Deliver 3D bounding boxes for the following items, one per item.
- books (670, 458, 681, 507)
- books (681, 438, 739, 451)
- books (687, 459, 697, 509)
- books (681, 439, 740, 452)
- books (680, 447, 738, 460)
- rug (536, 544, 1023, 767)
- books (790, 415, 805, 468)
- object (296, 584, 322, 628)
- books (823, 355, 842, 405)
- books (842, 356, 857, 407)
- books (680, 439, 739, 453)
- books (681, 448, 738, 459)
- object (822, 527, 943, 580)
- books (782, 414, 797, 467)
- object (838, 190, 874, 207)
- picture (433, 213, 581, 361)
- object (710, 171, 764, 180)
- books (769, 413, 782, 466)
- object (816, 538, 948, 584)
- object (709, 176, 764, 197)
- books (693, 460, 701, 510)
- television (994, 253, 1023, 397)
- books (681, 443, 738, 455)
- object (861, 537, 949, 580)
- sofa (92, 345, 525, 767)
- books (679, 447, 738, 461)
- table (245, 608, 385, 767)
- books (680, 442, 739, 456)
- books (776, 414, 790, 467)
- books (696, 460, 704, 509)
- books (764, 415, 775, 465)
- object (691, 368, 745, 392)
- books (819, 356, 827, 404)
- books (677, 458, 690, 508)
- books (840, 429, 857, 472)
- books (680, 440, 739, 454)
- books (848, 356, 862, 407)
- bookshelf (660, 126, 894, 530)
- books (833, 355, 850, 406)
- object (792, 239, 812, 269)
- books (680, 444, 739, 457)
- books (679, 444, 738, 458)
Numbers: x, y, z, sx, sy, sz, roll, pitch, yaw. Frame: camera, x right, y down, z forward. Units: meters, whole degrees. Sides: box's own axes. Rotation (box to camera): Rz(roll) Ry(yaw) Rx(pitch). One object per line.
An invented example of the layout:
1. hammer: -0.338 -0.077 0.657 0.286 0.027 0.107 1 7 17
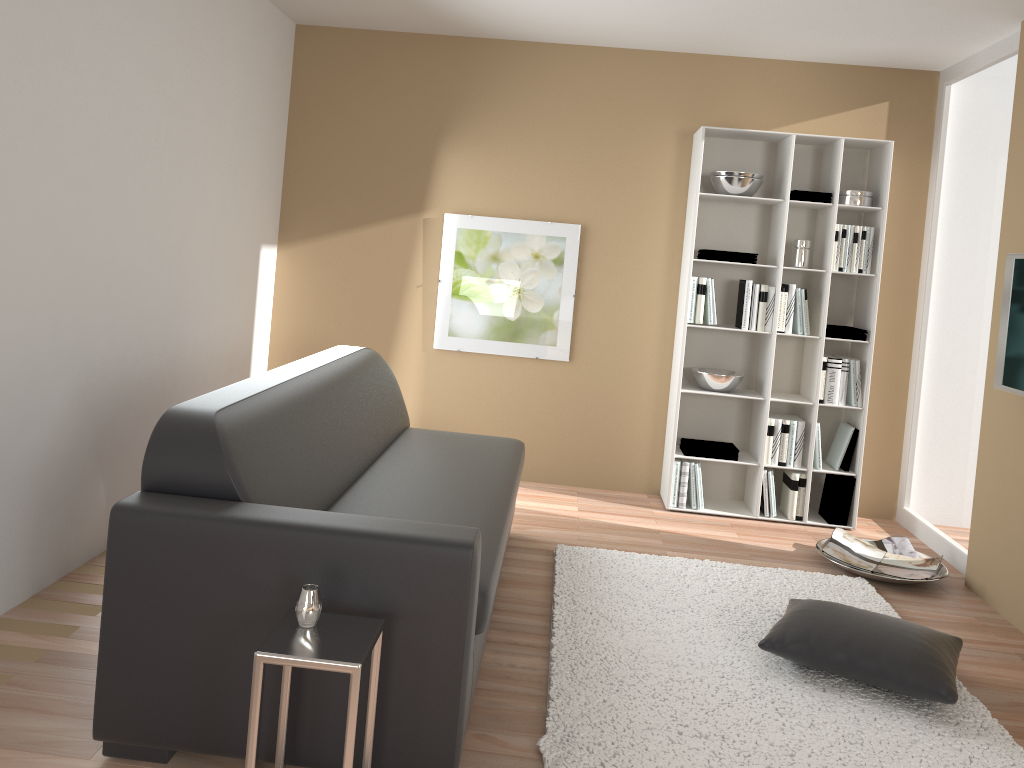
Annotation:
1. books: 0.923 0.545 5.020 0.040 0.257 0.209 5 4 3
2. books: 1.129 0.345 5.023 0.297 0.006 0.212 6 8 3
3. books: 1.019 0.553 5.010 0.060 0.258 0.209 5 4 3
4. books: 1.127 0.351 5.021 0.297 0.007 0.212 6 8 3
5. books: 1.120 0.394 5.024 0.297 0.006 0.212 6 8 3
6. rug: 0.828 0.966 3.026 1.450 0.045 2.043 6 8 3
7. books: 1.601 0.323 4.972 0.040 0.257 0.209 5 4 3
8. object: -0.461 0.504 1.996 0.057 0.086 0.058 3 4 -27
9. books: 1.781 -0.027 4.951 0.076 0.257 0.209 5 4 4
10. books: 1.894 -0.017 4.954 0.060 0.258 0.209 5 4 4
11. books: 1.124 0.355 5.026 0.297 0.008 0.212 6 8 3
12. books: 1.121 0.388 5.024 0.297 0.006 0.212 6 8 3
13. object: 1.762 0.829 4.210 0.503 0.096 0.343 10 9 33
14. books: 1.558 0.318 4.975 0.040 0.257 0.209 5 4 3
15. object: 1.929 -1.037 4.950 0.192 0.089 0.193 -2 10 -44
16. picture: -0.032 -0.577 5.248 0.816 0.813 0.019 5 1 4
17. object: 1.274 -1.139 5.008 0.298 0.106 0.302 0 9 -31
18. books: 1.476 0.310 4.982 0.040 0.257 0.209 5 4 3
19. object: 1.753 0.859 4.198 0.583 0.063 0.592 2 9 -21
20. object: 1.271 -1.112 5.009 0.298 0.106 0.302 0 9 -31
21. books: 1.045 0.558 5.004 0.058 0.257 0.209 5 4 3
22. television: 2.066 -0.185 3.159 0.054 0.574 1.184 5 7 3
23. books: 1.122 0.366 5.022 0.297 0.006 0.212 6 8 5
24. object: 1.811 0.843 4.222 0.343 0.096 0.503 5 8 3
25. sofa: -0.472 0.407 3.250 0.952 0.829 2.278 5 7 3
26. books: 1.119 0.399 5.023 0.297 0.007 0.212 6 8 3
27. table: -0.440 0.790 1.961 0.227 0.467 0.240 5 3 3
28. books: 1.123 0.372 5.023 0.297 0.006 0.212 6 8 3
29. books: 1.517 0.315 4.976 0.040 0.257 0.209 5 4 3
30. books: 1.063 0.556 5.019 0.058 0.257 0.209 5 4 3
31. books: 1.434 0.307 4.977 0.040 0.257 0.209 5 4 3
32. object: 1.174 -0.017 5.033 0.298 0.106 0.302 0 9 -31
33. books: 1.719 -0.034 4.959 0.040 0.257 0.209 5 4 3
34. books: 0.969 0.550 5.011 0.040 0.257 0.209 5 4 3
35. books: 1.884 0.356 4.981 0.043 0.237 0.212 5 4 4
36. books: 1.124 0.360 5.026 0.297 0.008 0.212 6 8 3
37. books: 1.919 -0.015 4.951 0.060 0.258 0.209 5 4 3
38. bookshelf: 1.482 -0.336 5.016 1.040 2.133 0.334 5 1 4
39. books: 1.842 -0.023 4.961 0.040 0.257 0.209 5 4 3
40. object: 1.625 -0.729 4.938 0.094 0.161 0.094 6 3 18
41. books: 1.123 0.377 5.023 0.297 0.006 0.212 6 8 3
42. books: 1.119 0.382 5.024 0.297 0.006 0.212 5 8 2
